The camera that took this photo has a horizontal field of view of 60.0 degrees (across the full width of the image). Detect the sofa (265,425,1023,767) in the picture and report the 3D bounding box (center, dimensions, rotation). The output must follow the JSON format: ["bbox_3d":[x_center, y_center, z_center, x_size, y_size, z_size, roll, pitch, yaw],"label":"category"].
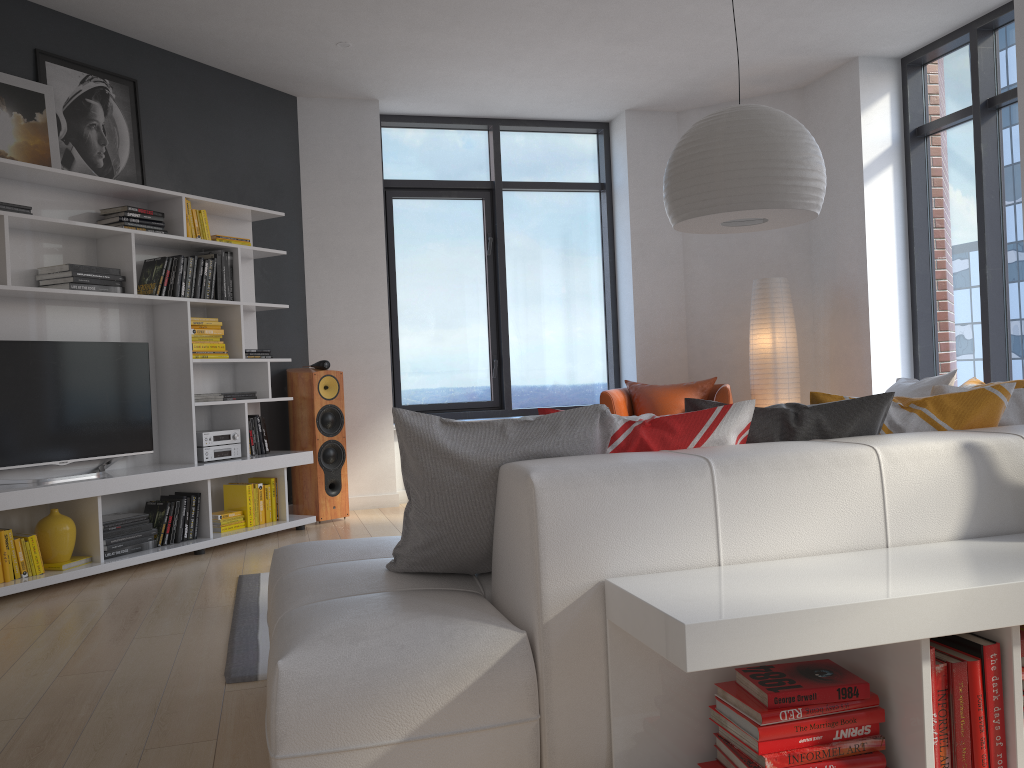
[{"bbox_3d":[0.851,0.486,3.317,3.424,0.732,2.614,-3,0,-15],"label":"sofa"}]

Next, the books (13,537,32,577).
[{"bbox_3d":[-2.330,0.814,4.183,0.134,0.187,0.046,-2,0,29],"label":"books"}]

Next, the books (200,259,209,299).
[{"bbox_3d":[-1.890,-0.614,5.278,0.179,0.243,0.071,-2,0,29],"label":"books"}]

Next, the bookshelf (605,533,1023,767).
[{"bbox_3d":[1.496,0.582,1.954,2.600,0.500,0.356,-3,0,-15],"label":"bookshelf"}]

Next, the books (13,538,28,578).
[{"bbox_3d":[-2.347,0.814,4.169,0.138,0.188,0.056,-2,0,30],"label":"books"}]

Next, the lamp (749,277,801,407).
[{"bbox_3d":[2.064,0.003,6.299,0.804,1.550,0.502,-2,0,35],"label":"lamp"}]

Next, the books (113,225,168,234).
[{"bbox_3d":[-2.115,-0.846,4.960,0.214,0.030,0.284,-2,0,33],"label":"books"}]

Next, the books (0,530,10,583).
[{"bbox_3d":[-2.386,0.791,4.089,0.169,0.240,0.043,-2,0,29],"label":"books"}]

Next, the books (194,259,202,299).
[{"bbox_3d":[-1.902,-0.610,5.229,0.172,0.242,0.069,-2,0,31],"label":"books"}]

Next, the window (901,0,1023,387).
[{"bbox_3d":[2.996,-1.060,5.538,0.170,2.402,1.310,-3,0,-15],"label":"window"}]

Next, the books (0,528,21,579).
[{"bbox_3d":[-2.384,0.792,4.151,0.172,0.235,0.056,-2,0,29],"label":"books"}]

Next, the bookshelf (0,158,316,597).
[{"bbox_3d":[-2.246,-0.046,4.521,0.455,2.052,3.000,-2,0,30],"label":"bookshelf"}]

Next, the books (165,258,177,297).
[{"bbox_3d":[-2.003,-0.602,5.083,0.169,0.233,0.081,-2,0,29],"label":"books"}]

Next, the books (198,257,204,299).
[{"bbox_3d":[-1.914,-0.618,5.262,0.192,0.254,0.075,-2,0,29],"label":"books"}]

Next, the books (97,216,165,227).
[{"bbox_3d":[-2.136,-0.896,4.973,0.214,0.030,0.284,-2,0,33],"label":"books"}]

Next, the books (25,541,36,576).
[{"bbox_3d":[-2.309,0.823,4.194,0.113,0.169,0.049,-2,0,29],"label":"books"}]

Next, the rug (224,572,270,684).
[{"bbox_3d":[0.001,0.879,3.851,2.326,0.016,1.662,-3,0,-15],"label":"rug"}]

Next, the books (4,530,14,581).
[{"bbox_3d":[-2.392,0.793,4.120,0.171,0.235,0.043,-2,0,28],"label":"books"}]

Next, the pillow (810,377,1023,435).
[{"bbox_3d":[1.508,0.203,3.213,0.630,0.440,2.095,-2,0,32],"label":"pillow"}]

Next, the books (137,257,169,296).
[{"bbox_3d":[-2.043,-0.600,5.031,0.182,0.234,0.104,-2,0,30],"label":"books"}]

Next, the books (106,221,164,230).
[{"bbox_3d":[-2.120,-0.871,4.961,0.189,0.020,0.264,-2,0,28],"label":"books"}]

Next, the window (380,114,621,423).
[{"bbox_3d":[-0.100,-0.934,7.207,1.960,2.402,0.170,-3,0,-15],"label":"window"}]

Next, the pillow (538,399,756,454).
[{"bbox_3d":[1.143,0.234,2.549,2.250,0.449,0.575,-3,0,-18],"label":"pillow"}]

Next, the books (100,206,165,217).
[{"bbox_3d":[-2.125,-0.952,4.965,0.209,0.030,0.266,-2,0,23],"label":"books"}]

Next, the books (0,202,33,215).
[{"bbox_3d":[-2.517,-0.833,4.247,0.250,0.047,0.310,-2,0,25],"label":"books"}]

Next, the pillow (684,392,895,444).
[{"bbox_3d":[1.455,0.194,2.643,2.120,0.436,0.608,-3,0,-20],"label":"pillow"}]

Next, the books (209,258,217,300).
[{"bbox_3d":[-1.865,-0.623,5.347,0.197,0.260,0.066,-2,0,30],"label":"books"}]

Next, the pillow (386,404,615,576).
[{"bbox_3d":[0.962,0.210,2.844,2.953,0.453,0.647,-3,0,-28],"label":"pillow"}]

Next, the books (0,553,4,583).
[{"bbox_3d":[-2.419,0.787,4.072,0.185,0.252,0.055,-2,0,28],"label":"books"}]

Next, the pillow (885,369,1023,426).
[{"bbox_3d":[1.632,0.178,3.506,0.580,0.456,2.156,-2,0,11],"label":"pillow"}]

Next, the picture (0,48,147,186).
[{"bbox_3d":[-2.476,-1.412,4.632,0.076,0.707,1.279,-2,0,30],"label":"picture"}]

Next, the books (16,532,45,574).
[{"bbox_3d":[-2.306,0.809,4.248,0.149,0.193,0.046,-2,0,31],"label":"books"}]

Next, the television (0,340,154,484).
[{"bbox_3d":[-2.337,0.132,4.569,0.207,0.704,1.102,-2,0,30],"label":"television"}]

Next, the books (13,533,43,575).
[{"bbox_3d":[-2.311,0.810,4.223,0.148,0.193,0.067,-2,0,31],"label":"books"}]

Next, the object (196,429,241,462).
[{"bbox_3d":[-1.825,0.370,5.326,0.270,0.174,0.285,-2,0,30],"label":"object"}]

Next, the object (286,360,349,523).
[{"bbox_3d":[-1.357,0.387,6.059,0.434,1.088,0.290,-2,1,45],"label":"object"}]

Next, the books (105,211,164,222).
[{"bbox_3d":[-2.113,-0.925,4.963,0.180,0.026,0.246,-2,0,32],"label":"books"}]

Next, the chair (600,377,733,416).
[{"bbox_3d":[1.146,0.387,6.337,0.896,0.858,0.843,-2,0,17],"label":"chair"}]

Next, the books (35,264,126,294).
[{"bbox_3d":[-2.275,-0.540,4.689,0.277,0.137,0.343,-2,0,25],"label":"books"}]

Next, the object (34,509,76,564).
[{"bbox_3d":[-2.250,0.745,4.372,0.185,0.257,0.185,-2,0,7],"label":"object"}]

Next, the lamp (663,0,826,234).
[{"bbox_3d":[2.124,-0.527,2.966,3.199,2.647,0.710,-2,0,21],"label":"lamp"}]
